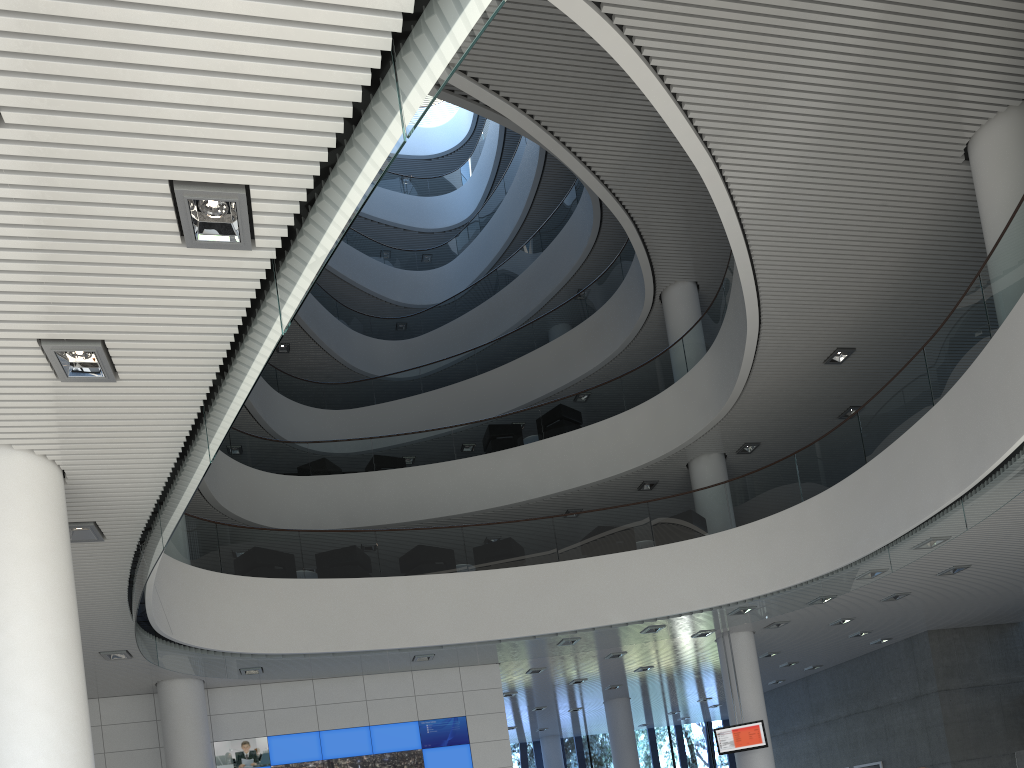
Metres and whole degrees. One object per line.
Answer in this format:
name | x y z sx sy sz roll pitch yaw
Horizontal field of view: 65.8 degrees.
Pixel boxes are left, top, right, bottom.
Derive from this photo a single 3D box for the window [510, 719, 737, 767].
window | 0.219 9.217 17.428 17.978 2.784 0.082 0 -6 -14
